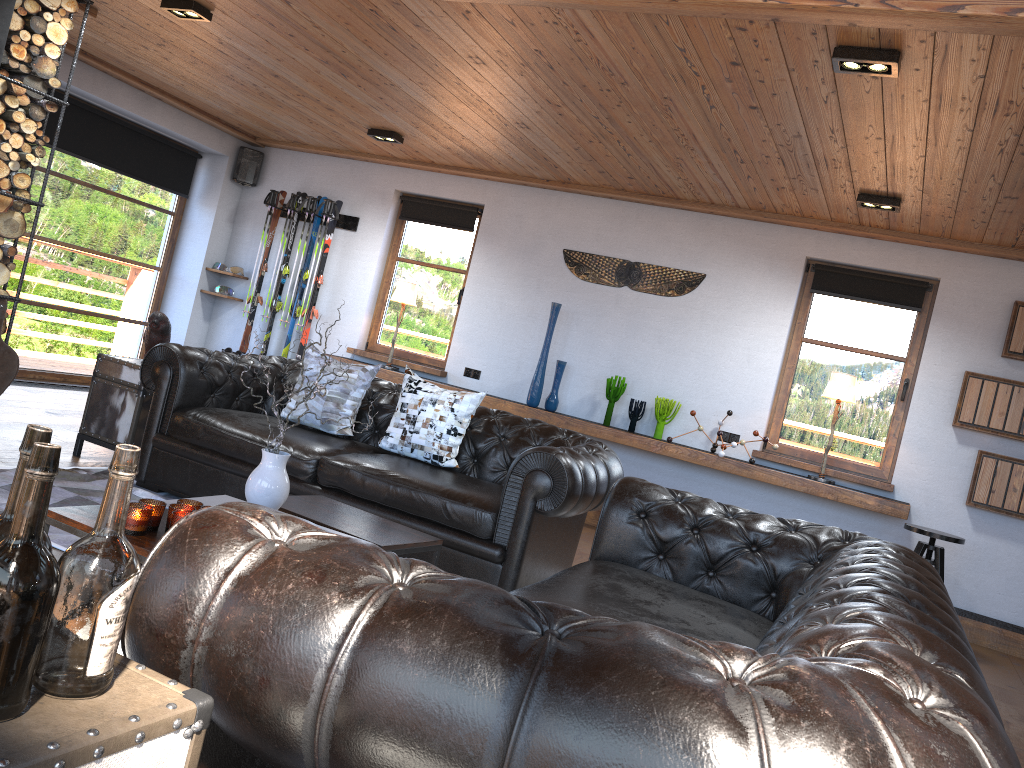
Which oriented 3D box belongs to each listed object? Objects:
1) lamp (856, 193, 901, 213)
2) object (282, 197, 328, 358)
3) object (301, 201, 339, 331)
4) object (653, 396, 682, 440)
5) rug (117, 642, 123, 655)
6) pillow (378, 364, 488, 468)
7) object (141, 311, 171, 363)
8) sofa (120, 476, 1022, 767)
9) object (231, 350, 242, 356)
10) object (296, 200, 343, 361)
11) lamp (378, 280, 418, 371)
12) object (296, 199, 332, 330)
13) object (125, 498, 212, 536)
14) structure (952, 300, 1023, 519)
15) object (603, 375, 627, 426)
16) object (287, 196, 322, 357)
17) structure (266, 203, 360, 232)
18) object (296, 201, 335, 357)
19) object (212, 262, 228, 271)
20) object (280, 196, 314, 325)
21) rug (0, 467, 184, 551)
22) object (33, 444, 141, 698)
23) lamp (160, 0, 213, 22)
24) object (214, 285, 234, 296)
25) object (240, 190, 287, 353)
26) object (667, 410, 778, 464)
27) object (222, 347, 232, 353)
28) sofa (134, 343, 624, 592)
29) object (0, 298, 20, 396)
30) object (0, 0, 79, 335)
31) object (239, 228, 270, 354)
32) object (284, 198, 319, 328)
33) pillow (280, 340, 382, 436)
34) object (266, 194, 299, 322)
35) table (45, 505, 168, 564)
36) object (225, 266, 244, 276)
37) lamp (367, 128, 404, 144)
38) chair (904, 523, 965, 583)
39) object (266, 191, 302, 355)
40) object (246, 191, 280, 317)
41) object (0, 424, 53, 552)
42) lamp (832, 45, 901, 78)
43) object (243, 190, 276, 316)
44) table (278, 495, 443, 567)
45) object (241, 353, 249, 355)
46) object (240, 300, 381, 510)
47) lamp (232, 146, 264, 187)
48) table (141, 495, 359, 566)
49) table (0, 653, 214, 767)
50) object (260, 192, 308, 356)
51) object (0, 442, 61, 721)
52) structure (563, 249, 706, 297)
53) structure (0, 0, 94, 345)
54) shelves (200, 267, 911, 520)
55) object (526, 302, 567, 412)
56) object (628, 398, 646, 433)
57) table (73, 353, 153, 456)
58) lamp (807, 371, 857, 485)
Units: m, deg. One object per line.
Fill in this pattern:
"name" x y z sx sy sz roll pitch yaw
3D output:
"lamp" 2.343 -1.162 5.657 0.259 0.068 0.156 14 1 24
"object" -1.954 -0.990 8.409 0.072 1.622 0.112 14 0 24
"object" -1.780 -1.087 8.226 0.121 1.249 0.059 14 0 -14
"object" 1.179 0.269 6.933 0.183 0.332 0.198 14 0 -17
"rug" -0.795 0.880 0.856 2.413 0.053 3.837 14 1 25
"pillow" -0.430 0.173 4.775 0.524 0.469 0.285 14 0 26
"object" -2.078 -0.266 5.186 0.150 0.319 0.246 14 0 -25
"sofa" 0.413 0.744 2.193 1.230 0.838 2.585 14 1 23
"object" -2.657 -0.196 8.432 0.115 0.270 0.254 14 0 29
"object" -1.776 -0.927 8.266 0.094 1.606 0.116 14 0 24
"lamp" -1.009 -0.166 8.056 0.244 1.481 0.637 14 0 27
"object" -1.866 -1.107 8.165 0.121 1.249 0.059 14 0 -10
"object" -1.019 0.410 2.676 0.305 0.081 0.244 13 1 -28
"structure" 3.988 0.300 5.927 1.839 1.445 0.323 14 0 23
"object" 0.796 0.134 7.038 0.159 0.410 0.146 14 0 -8
"object" -2.016 -1.005 8.448 0.072 1.622 0.112 14 0 24
"structure" -1.967 -1.625 8.414 1.043 0.135 0.321 14 1 23
"object" -1.860 -0.934 8.315 0.094 1.606 0.116 14 0 24
"object" -2.874 -1.158 8.785 0.188 0.084 0.161 14 1 22
"object" -2.048 -1.152 8.261 0.122 1.249 0.058 14 0 -19
"rug" -0.506 0.889 4.166 4.013 0.053 2.450 14 1 24
"object" -0.481 0.211 1.034 0.087 0.286 0.088 14 0 1
"lamp" -1.890 -2.180 5.155 0.259 0.068 0.156 14 1 24
"object" -2.854 -0.927 8.751 0.190 0.084 0.348 13 1 -30
"object" -2.368 -1.076 8.530 0.094 1.606 0.116 14 0 24
"object" 1.597 0.365 6.661 0.526 0.349 0.640 13 1 -39
"object" -2.761 -0.222 8.480 0.116 0.270 0.253 14 0 14
"sofa" -0.697 0.427 4.806 2.547 0.838 1.248 14 1 23
"object" -3.020 -0.110 5.104 0.263 0.795 0.268 14 0 7
"object" -3.128 -1.075 5.139 0.463 2.612 0.497 14 0 23
"object" -2.452 -1.082 8.578 0.094 1.606 0.116 14 0 24
"object" -2.009 -1.144 8.315 0.121 1.249 0.059 14 0 5
"pillow" -1.031 0.022 5.042 0.524 0.469 0.285 14 0 26
"object" -2.216 -1.196 8.407 0.121 1.249 0.059 14 0 5
"table" -1.053 0.623 2.668 0.645 0.350 0.403 14 1 24
"object" -2.716 -1.118 8.715 0.158 0.084 0.191 14 1 23
"lamp" -1.018 -2.005 7.152 0.259 0.068 0.156 14 1 24
"chair" 2.617 1.291 5.665 0.390 0.721 0.396 14 0 24
"object" -2.225 -1.057 8.507 0.072 1.622 0.112 14 0 24
"object" -2.423 -1.248 8.499 0.121 1.249 0.059 14 0 5
"object" -0.577 0.188 1.022 0.087 0.286 0.087 14 0 2
"lamp" 1.466 -1.338 3.661 0.259 0.068 0.156 14 1 24
"object" -2.421 -1.246 8.417 0.059 1.249 0.121 14 0 6
"table" -0.683 0.698 3.486 0.645 0.350 0.403 14 1 29
"object" -2.548 -0.169 8.384 0.115 0.270 0.254 14 0 29
"object" -0.756 0.093 3.034 0.614 0.808 0.410 14 0 35
"lamp" -2.614 -2.148 8.775 0.212 0.349 0.215 14 0 24
"table" -0.899 0.653 3.081 0.646 0.350 0.402 14 1 19
"table" -0.689 0.618 0.989 0.414 0.609 0.408 14 0 24
"object" -2.201 -1.050 8.407 0.103 1.622 0.256 14 0 20
"object" -0.526 0.202 0.940 0.088 0.286 0.087 14 0 -26
"structure" 0.943 -0.895 7.221 1.239 0.240 0.099 14 0 23
"structure" -3.116 -1.079 5.142 0.508 2.617 0.505 14 0 24
"shelves" -0.147 0.076 7.492 6.593 0.988 0.617 14 0 24
"object" 0.336 -0.216 7.195 0.276 0.862 0.110 14 0 -21
"object" 0.969 0.252 7.007 0.130 0.260 0.123 14 0 -6
"table" -2.202 0.173 5.204 0.414 0.609 0.408 14 0 24
"lamp" 2.275 0.658 6.570 0.245 1.481 0.635 14 0 16
